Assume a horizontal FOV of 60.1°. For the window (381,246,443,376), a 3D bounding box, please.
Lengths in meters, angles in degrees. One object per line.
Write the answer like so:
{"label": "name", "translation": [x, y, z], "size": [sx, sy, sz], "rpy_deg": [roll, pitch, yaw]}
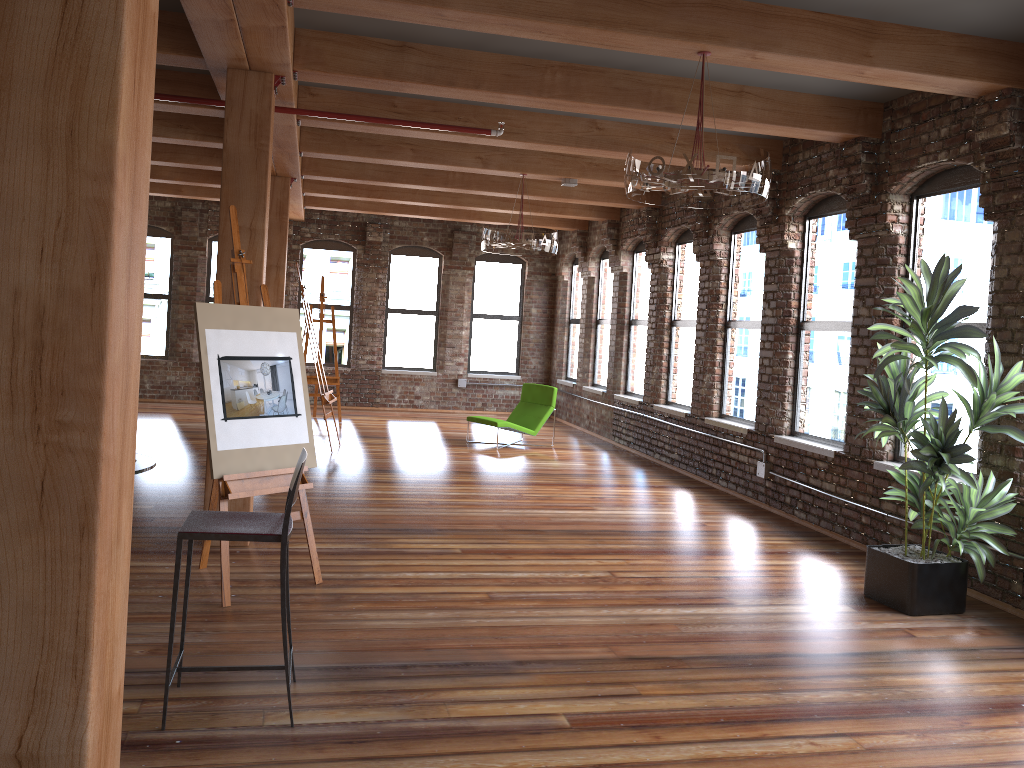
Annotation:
{"label": "window", "translation": [-1.716, -1.277, 15.310], "size": [0.968, 2.216, 0.219], "rpy_deg": [3, 1, -13]}

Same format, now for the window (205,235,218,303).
{"label": "window", "translation": [-4.577, -1.399, 14.659], "size": [0.968, 2.226, 0.221], "rpy_deg": [3, 1, -13]}

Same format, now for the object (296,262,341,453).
{"label": "object", "translation": [-2.320, -0.330, 10.283], "size": [0.685, 2.139, 0.662], "rpy_deg": [3, 1, -3]}

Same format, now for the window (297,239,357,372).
{"label": "window", "translation": [-3.150, -1.336, 14.983], "size": [0.968, 2.226, 0.221], "rpy_deg": [3, 1, -13]}

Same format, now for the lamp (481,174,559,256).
{"label": "lamp", "translation": [0.097, -1.773, 9.205], "size": [0.810, 0.814, 0.809], "rpy_deg": [4, 2, 23]}

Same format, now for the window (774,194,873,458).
{"label": "window", "translation": [2.672, -0.537, 7.626], "size": [0.232, 2.213, 0.970], "rpy_deg": [3, 1, -13]}

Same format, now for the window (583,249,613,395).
{"label": "window", "translation": [1.382, -0.974, 13.347], "size": [0.231, 2.213, 0.970], "rpy_deg": [3, 1, -13]}

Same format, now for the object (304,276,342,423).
{"label": "object", "translation": [-2.831, -0.537, 13.091], "size": [0.661, 2.139, 0.686], "rpy_deg": [3, 1, -18]}

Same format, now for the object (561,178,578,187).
{"label": "object", "translation": [0.607, -2.132, 9.348], "size": [0.145, 0.072, 0.148], "rpy_deg": [3, 3, -13]}

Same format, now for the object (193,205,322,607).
{"label": "object", "translation": [-1.483, 0.051, 5.021], "size": [0.686, 2.139, 0.701], "rpy_deg": [4, 2, 37]}

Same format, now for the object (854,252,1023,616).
{"label": "object", "translation": [2.532, 0.286, 5.364], "size": [0.966, 2.102, 1.081], "rpy_deg": [3, 2, 0]}

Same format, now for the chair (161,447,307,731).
{"label": "chair", "translation": [-1.054, 0.757, 3.434], "size": [0.466, 0.981, 0.430], "rpy_deg": [3, 1, -13]}

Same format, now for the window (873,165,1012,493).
{"label": "window", "translation": [2.997, -0.427, 6.196], "size": [0.235, 2.213, 0.970], "rpy_deg": [3, 1, -13]}

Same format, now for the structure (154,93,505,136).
{"label": "structure", "translation": [-3.374, -2.133, 6.169], "size": [6.804, 0.112, 0.051], "rpy_deg": [3, 2, -13]}

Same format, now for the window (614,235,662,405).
{"label": "window", "translation": [1.706, -0.864, 11.916], "size": [0.233, 2.213, 0.970], "rpy_deg": [3, 1, -13]}

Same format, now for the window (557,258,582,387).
{"label": "window", "translation": [1.054, -1.085, 14.804], "size": [0.232, 2.213, 0.970], "rpy_deg": [3, 1, -13]}

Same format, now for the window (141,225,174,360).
{"label": "window", "translation": [-6.021, -1.496, 14.399], "size": [0.968, 2.167, 0.086], "rpy_deg": [3, 1, -13]}

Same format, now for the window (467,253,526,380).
{"label": "window", "translation": [-0.269, -1.213, 15.639], "size": [0.968, 2.216, 0.219], "rpy_deg": [3, 1, -13]}

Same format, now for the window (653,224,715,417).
{"label": "window", "translation": [2.026, -0.755, 10.488], "size": [0.230, 2.213, 0.970], "rpy_deg": [3, 1, -13]}

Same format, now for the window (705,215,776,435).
{"label": "window", "translation": [2.352, -0.646, 9.058], "size": [0.236, 2.213, 0.970], "rpy_deg": [3, 1, -13]}

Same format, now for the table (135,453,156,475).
{"label": "table", "translation": [-1.763, 0.755, 3.365], "size": [0.722, 0.923, 0.722], "rpy_deg": [4, 2, 12]}

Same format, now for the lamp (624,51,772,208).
{"label": "lamp", "translation": [1.053, -1.450, 4.965], "size": [0.811, 0.814, 0.809], "rpy_deg": [5, 3, 30]}

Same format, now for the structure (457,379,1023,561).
{"label": "structure", "translation": [2.092, 0.631, 9.240], "size": [1.632, 0.313, 13.738], "rpy_deg": [2, 4, -20]}

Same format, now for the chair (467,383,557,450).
{"label": "chair", "translation": [-0.007, 0.398, 11.562], "size": [0.955, 0.795, 0.682], "rpy_deg": [1, 3, -38]}
